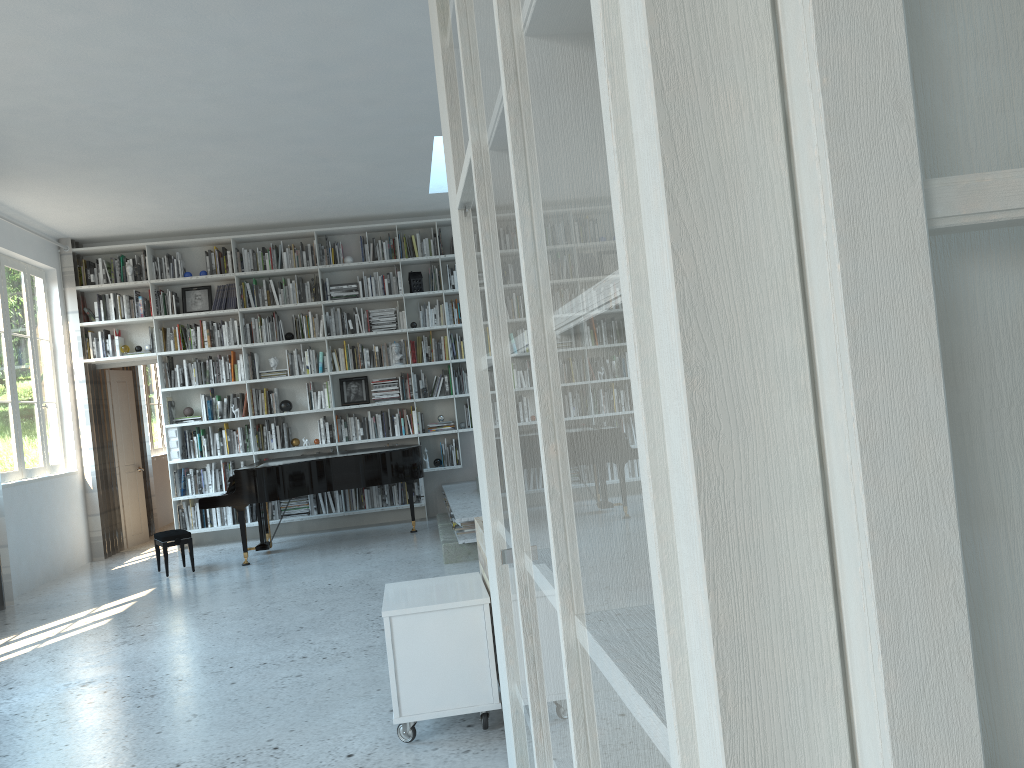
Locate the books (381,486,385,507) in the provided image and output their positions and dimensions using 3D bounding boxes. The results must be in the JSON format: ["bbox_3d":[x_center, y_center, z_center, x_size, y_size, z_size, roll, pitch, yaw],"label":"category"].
[{"bbox_3d":[-1.358,1.185,9.380,0.022,0.213,0.167,-6,0,-7],"label":"books"}]

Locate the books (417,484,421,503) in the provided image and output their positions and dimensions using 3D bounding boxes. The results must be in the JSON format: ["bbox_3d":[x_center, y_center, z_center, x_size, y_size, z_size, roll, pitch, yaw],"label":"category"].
[{"bbox_3d":[-0.985,1.162,9.427,0.023,0.182,0.148,-6,0,-7],"label":"books"}]

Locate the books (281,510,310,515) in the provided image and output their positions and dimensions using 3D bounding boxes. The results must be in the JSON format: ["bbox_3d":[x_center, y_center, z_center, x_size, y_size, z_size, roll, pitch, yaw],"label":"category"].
[{"bbox_3d":[-2.254,1.340,9.275,0.285,0.007,0.159,-6,-1,-2],"label":"books"}]

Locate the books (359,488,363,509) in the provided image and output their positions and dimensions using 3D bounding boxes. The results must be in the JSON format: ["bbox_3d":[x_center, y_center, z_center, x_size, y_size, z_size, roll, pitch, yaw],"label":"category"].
[{"bbox_3d":[-1.596,1.193,9.365,0.022,0.247,0.144,-6,0,-7],"label":"books"}]

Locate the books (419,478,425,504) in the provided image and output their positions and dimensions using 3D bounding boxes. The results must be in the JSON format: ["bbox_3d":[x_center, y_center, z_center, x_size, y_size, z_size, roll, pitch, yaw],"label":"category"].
[{"bbox_3d":[-0.952,1.114,9.362,0.038,0.269,0.277,-6,-1,-7],"label":"books"}]

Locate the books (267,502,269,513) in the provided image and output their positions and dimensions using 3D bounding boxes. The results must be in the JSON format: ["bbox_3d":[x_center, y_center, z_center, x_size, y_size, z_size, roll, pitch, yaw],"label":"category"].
[{"bbox_3d":[-2.552,1.316,9.252,0.025,0.198,0.160,-6,0,-7],"label":"books"}]

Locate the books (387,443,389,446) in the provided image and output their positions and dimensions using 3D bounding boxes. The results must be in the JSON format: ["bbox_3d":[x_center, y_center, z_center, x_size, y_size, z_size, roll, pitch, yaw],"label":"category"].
[{"bbox_3d":[-1.288,0.779,9.328,0.013,0.303,0.181,-6,0,-7],"label":"books"}]

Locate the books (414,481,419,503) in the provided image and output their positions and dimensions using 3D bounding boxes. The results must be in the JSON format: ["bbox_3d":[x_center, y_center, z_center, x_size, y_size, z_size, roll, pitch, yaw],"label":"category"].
[{"bbox_3d":[-1.011,1.146,9.412,0.029,0.218,0.191,-6,0,-7],"label":"books"}]

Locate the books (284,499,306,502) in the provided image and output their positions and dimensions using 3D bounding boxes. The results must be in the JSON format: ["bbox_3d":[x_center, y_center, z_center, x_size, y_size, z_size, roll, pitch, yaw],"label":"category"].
[{"bbox_3d":[-2.270,1.213,9.286,0.254,0.006,0.161,-6,-1,-7],"label":"books"}]

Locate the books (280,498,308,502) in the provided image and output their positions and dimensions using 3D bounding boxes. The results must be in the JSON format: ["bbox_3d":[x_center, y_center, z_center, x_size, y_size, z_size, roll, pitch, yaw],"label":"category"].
[{"bbox_3d":[-2.270,1.208,9.287,0.285,0.005,0.159,-6,-1,-7],"label":"books"}]

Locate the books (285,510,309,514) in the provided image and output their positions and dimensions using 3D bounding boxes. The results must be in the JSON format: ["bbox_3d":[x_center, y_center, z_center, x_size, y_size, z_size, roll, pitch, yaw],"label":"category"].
[{"bbox_3d":[-2.255,1.333,9.278,0.254,0.007,0.161,-6,-1,-11],"label":"books"}]

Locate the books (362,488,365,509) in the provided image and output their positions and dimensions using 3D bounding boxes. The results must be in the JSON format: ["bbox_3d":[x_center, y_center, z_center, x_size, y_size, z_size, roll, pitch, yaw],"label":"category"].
[{"bbox_3d":[-1.568,1.175,9.370,0.012,0.276,0.154,-6,0,-7],"label":"books"}]

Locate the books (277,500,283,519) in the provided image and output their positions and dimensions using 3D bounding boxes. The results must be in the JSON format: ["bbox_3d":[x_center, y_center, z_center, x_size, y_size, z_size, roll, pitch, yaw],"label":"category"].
[{"bbox_3d":[-2.429,1.261,9.266,0.027,0.282,0.129,-6,0,-7],"label":"books"}]

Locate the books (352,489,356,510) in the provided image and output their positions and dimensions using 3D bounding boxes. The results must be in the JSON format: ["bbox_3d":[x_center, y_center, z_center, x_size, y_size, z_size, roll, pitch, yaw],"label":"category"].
[{"bbox_3d":[-1.665,1.191,9.356,0.025,0.263,0.145,-6,0,-7],"label":"books"}]

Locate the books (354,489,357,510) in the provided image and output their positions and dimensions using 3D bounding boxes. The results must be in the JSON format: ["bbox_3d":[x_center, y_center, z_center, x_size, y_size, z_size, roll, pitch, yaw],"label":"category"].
[{"bbox_3d":[-1.650,1.153,9.348,0.012,0.337,0.144,-6,0,-7],"label":"books"}]

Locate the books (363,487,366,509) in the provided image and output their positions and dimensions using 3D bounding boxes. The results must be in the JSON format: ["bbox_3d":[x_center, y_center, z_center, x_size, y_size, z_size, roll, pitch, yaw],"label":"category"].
[{"bbox_3d":[-1.556,1.184,9.371,0.012,0.255,0.150,-6,0,-7],"label":"books"}]

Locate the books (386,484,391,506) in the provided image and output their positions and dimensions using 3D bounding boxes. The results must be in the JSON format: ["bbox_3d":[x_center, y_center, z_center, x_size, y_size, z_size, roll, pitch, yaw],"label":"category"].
[{"bbox_3d":[-1.311,1.155,9.394,0.024,0.262,0.131,-6,0,-7],"label":"books"}]

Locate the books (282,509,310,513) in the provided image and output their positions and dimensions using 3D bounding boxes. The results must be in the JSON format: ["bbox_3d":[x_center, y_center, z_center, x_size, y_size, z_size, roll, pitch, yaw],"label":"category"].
[{"bbox_3d":[-2.257,1.326,9.282,0.285,0.007,0.159,-6,-1,-5],"label":"books"}]

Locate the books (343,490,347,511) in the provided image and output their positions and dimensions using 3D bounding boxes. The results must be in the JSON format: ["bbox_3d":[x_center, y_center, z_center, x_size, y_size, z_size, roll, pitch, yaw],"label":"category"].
[{"bbox_3d":[-1.755,1.206,9.346,0.012,0.254,0.161,-6,0,-7],"label":"books"}]

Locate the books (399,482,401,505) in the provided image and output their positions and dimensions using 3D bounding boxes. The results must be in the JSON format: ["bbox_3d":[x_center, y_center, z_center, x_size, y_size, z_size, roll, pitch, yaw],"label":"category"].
[{"bbox_3d":[-1.185,1.147,9.382,0.044,0.251,0.187,-6,0,-7],"label":"books"}]

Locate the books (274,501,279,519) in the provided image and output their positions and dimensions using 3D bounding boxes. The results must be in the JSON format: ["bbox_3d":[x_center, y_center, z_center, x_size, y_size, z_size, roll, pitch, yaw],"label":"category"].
[{"bbox_3d":[-2.453,1.291,9.262,0.027,0.227,0.139,-6,0,-7],"label":"books"}]

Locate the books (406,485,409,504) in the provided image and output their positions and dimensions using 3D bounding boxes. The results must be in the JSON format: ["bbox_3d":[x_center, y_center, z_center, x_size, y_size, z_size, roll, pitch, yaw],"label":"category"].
[{"bbox_3d":[-1.099,1.169,9.414,0.024,0.191,0.155,-6,0,-7],"label":"books"}]

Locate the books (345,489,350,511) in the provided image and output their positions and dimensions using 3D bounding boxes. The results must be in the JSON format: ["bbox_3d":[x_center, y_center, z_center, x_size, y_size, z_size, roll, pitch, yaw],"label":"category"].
[{"bbox_3d":[-1.724,1.201,9.329,0.026,0.256,0.183,-6,0,-7],"label":"books"}]

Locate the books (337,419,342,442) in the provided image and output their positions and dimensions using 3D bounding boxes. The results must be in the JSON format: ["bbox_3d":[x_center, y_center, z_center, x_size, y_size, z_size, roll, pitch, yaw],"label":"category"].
[{"bbox_3d":[-1.810,0.489,9.349,0.029,0.244,0.154,-6,0,-7],"label":"books"}]

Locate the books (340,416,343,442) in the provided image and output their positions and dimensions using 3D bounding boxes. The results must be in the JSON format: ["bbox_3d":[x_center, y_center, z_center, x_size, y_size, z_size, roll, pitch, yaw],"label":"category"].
[{"bbox_3d":[-1.791,0.471,9.344,0.011,0.275,0.146,-6,0,-7],"label":"books"}]

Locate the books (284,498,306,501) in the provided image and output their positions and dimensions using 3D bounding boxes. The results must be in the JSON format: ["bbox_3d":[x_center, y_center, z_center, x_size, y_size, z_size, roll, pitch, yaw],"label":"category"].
[{"bbox_3d":[-2.270,1.202,9.284,0.254,0.006,0.161,-6,-1,-6],"label":"books"}]

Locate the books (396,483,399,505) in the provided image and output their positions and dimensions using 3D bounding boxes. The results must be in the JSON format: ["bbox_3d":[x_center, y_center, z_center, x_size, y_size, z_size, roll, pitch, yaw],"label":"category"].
[{"bbox_3d":[-1.215,1.130,9.389,0.011,0.292,0.184,-6,0,-7],"label":"books"}]

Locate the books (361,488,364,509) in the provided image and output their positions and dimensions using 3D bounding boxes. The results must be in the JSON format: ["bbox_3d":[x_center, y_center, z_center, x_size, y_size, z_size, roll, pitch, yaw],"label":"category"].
[{"bbox_3d":[-1.578,1.195,9.364,0.012,0.239,0.128,-6,0,-7],"label":"books"}]

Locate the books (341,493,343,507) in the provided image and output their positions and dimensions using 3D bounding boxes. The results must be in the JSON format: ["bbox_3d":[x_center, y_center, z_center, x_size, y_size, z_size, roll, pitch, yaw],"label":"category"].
[{"bbox_3d":[-1.780,1.217,9.351,0.021,0.237,0.115,-6,0,-7],"label":"books"}]

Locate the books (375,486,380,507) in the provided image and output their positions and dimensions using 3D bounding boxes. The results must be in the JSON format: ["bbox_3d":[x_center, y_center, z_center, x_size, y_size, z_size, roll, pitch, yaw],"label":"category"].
[{"bbox_3d":[-1.423,1.168,9.383,0.028,0.261,0.132,-6,0,-7],"label":"books"}]

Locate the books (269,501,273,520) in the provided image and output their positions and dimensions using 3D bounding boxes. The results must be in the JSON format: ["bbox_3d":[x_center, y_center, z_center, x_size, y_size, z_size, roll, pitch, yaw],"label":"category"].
[{"bbox_3d":[-2.512,1.319,9.249,0.053,0.184,0.148,-6,0,-7],"label":"books"}]

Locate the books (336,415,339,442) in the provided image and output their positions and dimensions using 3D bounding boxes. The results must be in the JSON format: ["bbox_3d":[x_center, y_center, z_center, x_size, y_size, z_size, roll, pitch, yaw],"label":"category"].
[{"bbox_3d":[-1.833,0.471,9.349,0.012,0.285,0.159,-6,0,-7],"label":"books"}]

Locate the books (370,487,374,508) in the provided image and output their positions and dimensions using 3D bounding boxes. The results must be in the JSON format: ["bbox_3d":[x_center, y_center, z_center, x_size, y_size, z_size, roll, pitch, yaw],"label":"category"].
[{"bbox_3d":[-1.481,1.157,9.375,0.026,0.294,0.155,-6,0,-7],"label":"books"}]

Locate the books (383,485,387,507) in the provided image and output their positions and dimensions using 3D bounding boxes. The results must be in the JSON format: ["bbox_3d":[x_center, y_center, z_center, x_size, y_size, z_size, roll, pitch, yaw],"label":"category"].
[{"bbox_3d":[-1.346,1.122,9.374,0.014,0.335,0.183,-6,0,-7],"label":"books"}]

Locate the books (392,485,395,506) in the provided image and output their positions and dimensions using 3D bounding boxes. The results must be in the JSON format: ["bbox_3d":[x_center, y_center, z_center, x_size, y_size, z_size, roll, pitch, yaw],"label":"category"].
[{"bbox_3d":[-1.250,1.177,9.378,0.010,0.206,0.180,-6,0,-7],"label":"books"}]

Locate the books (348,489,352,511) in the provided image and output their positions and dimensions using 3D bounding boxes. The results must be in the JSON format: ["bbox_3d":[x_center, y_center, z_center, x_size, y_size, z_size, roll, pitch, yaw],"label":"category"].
[{"bbox_3d":[-1.707,1.177,9.332,0.014,0.301,0.184,-6,0,-7],"label":"books"}]

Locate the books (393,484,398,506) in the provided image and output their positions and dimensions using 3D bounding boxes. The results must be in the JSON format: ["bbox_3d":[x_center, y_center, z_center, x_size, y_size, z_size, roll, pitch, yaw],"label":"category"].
[{"bbox_3d":[-1.231,1.173,9.385,0.029,0.210,0.170,-6,0,-7],"label":"books"}]

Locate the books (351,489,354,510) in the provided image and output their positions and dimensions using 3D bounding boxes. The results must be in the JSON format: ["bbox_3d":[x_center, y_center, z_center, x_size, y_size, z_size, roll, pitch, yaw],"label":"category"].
[{"bbox_3d":[-1.683,1.196,9.364,0.010,0.259,0.131,-6,0,-7],"label":"books"}]

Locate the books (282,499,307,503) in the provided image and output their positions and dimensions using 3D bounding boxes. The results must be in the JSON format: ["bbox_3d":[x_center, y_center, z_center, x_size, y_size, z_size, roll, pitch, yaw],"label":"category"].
[{"bbox_3d":[-2.269,1.219,9.286,0.254,0.006,0.161,-6,-1,-7],"label":"books"}]

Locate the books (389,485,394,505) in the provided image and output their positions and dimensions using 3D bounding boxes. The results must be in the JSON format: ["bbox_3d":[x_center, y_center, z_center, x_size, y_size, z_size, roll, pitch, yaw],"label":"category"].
[{"bbox_3d":[-1.278,1.177,9.407,0.040,0.212,0.129,-6,0,-7],"label":"books"}]

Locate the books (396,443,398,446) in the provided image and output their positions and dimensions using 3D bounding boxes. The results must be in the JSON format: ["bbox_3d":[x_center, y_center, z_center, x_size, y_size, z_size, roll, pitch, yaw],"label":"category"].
[{"bbox_3d":[-1.196,0.775,9.344,0.015,0.293,0.169,-6,0,-7],"label":"books"}]

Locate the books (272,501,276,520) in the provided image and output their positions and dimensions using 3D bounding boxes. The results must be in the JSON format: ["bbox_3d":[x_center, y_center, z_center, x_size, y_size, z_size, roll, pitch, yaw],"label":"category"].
[{"bbox_3d":[-2.476,1.291,9.251,0.023,0.231,0.164,-6,0,-7],"label":"books"}]

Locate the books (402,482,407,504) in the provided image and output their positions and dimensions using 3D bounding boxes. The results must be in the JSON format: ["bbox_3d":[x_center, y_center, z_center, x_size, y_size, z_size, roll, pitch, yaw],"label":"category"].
[{"bbox_3d":[-1.139,1.149,9.415,0.028,0.239,0.140,-6,0,-7],"label":"books"}]

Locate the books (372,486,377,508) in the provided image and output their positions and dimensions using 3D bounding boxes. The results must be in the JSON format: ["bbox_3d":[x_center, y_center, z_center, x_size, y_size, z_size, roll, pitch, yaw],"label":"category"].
[{"bbox_3d":[-1.451,1.184,9.381,0.030,0.234,0.138,-6,0,-7],"label":"books"}]

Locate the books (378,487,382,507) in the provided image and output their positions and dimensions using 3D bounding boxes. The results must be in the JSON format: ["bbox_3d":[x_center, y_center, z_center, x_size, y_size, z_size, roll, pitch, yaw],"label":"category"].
[{"bbox_3d":[-1.394,1.194,9.385,0.024,0.203,0.144,-6,0,-7],"label":"books"}]

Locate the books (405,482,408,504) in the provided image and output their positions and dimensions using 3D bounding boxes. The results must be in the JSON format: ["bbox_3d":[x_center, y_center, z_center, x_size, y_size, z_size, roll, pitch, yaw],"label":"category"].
[{"bbox_3d":[-1.119,1.137,9.402,0.011,0.258,0.171,-6,0,-7],"label":"books"}]

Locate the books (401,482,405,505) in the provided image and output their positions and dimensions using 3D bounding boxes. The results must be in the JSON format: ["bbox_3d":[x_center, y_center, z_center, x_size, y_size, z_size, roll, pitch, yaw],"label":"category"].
[{"bbox_3d":[-1.160,1.112,9.389,0.013,0.317,0.186,-6,0,-7],"label":"books"}]

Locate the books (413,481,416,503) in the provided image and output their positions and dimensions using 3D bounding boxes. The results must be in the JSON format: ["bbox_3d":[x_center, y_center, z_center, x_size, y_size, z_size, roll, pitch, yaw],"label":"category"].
[{"bbox_3d":[-1.034,1.130,9.415,0.012,0.256,0.176,-6,0,-7],"label":"books"}]

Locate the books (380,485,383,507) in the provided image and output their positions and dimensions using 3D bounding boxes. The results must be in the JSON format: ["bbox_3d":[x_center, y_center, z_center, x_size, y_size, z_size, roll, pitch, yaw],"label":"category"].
[{"bbox_3d":[-1.378,1.151,9.374,0.013,0.285,0.185,-6,0,-7],"label":"books"}]

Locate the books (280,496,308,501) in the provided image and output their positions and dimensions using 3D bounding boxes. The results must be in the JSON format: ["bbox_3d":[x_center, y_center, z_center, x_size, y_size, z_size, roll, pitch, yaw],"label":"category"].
[{"bbox_3d":[-2.270,1.197,9.275,0.285,0.005,0.159,-6,-1,-2],"label":"books"}]

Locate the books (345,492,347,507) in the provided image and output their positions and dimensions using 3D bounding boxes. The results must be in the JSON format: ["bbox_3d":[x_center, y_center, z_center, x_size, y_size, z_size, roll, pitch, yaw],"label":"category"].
[{"bbox_3d":[-1.744,1.213,9.351,0.010,0.238,0.134,-6,0,-7],"label":"books"}]

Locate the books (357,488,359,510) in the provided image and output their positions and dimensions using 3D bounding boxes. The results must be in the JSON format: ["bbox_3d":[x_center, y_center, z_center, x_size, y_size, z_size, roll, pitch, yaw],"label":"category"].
[{"bbox_3d":[-1.626,1.163,9.352,0.034,0.311,0.170,-6,0,-7],"label":"books"}]

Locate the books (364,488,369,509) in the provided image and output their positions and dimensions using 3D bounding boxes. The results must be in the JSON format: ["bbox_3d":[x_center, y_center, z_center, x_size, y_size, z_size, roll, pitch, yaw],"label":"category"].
[{"bbox_3d":[-1.531,1.206,9.349,0.028,0.206,0.175,-6,0,-7],"label":"books"}]

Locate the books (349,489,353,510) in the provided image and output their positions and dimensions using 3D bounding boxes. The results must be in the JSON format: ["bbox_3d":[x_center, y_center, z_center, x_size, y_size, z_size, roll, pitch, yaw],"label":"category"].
[{"bbox_3d":[-1.697,1.156,9.350,0.014,0.340,0.140,-6,0,-7],"label":"books"}]

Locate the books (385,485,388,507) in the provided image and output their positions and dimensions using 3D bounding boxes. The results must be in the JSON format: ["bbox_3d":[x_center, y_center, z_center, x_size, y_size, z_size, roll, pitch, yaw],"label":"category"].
[{"bbox_3d":[-1.330,1.144,9.377,0.014,0.288,0.184,-6,0,-7],"label":"books"}]

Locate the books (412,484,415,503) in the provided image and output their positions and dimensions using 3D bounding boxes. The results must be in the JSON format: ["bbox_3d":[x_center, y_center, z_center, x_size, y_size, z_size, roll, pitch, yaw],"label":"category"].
[{"bbox_3d":[-1.054,1.146,9.421,0.028,0.227,0.162,-6,0,-7],"label":"books"}]

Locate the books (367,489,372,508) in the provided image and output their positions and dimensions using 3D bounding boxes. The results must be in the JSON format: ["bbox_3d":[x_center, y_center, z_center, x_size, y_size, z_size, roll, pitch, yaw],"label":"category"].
[{"bbox_3d":[-1.505,1.209,9.382,0.030,0.197,0.143,-6,0,-7],"label":"books"}]
